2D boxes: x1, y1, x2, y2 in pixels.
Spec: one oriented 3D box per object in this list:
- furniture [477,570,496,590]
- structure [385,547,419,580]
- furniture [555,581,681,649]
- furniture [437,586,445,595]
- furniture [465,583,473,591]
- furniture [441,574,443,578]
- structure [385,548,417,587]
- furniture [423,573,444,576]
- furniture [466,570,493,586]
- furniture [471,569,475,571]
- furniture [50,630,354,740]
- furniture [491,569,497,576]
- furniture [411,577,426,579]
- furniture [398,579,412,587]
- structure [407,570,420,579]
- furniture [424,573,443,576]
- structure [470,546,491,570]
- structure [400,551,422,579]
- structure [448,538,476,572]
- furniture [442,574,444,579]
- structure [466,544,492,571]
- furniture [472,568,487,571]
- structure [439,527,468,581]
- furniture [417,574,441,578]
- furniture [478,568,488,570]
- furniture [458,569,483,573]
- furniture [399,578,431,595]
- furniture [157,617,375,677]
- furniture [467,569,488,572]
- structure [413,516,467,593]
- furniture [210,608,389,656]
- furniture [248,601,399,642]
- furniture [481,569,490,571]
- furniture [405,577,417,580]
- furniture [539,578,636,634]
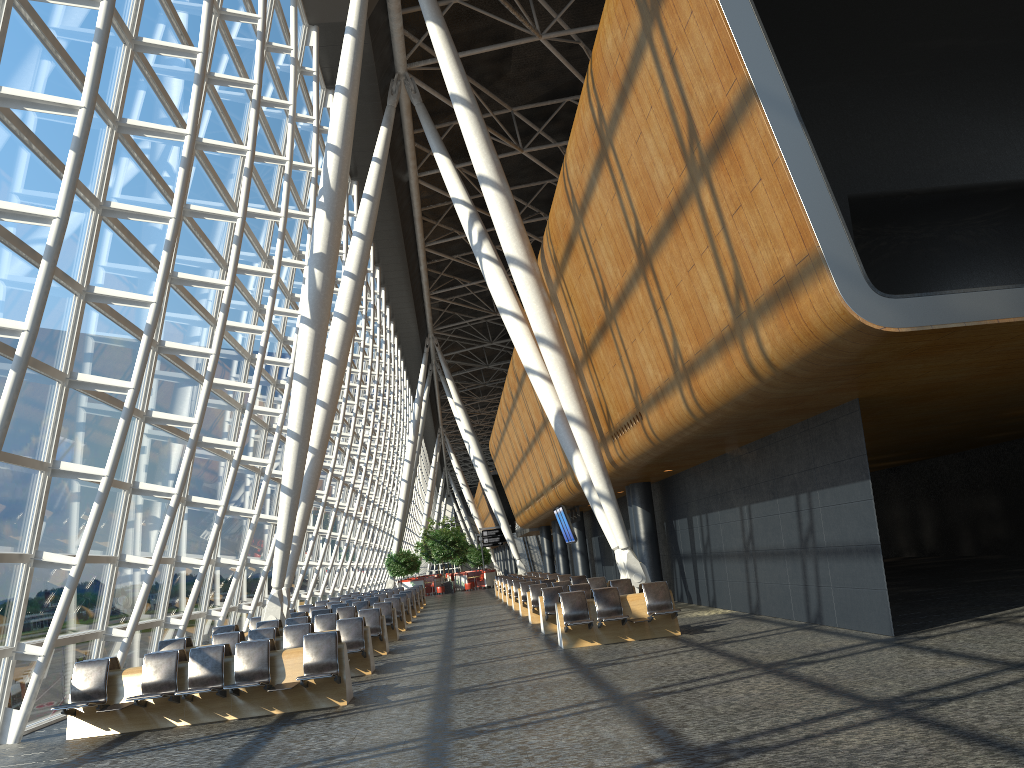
[{"bbox_3d":[-1.422,11.444,51.645,0.890,0.995,2.863,-8,-11,7],"label":"furniture"},{"bbox_3d":[-6.427,11.103,52.011,1.914,2.936,1.891,-2,-8,-30],"label":"structure"},{"bbox_3d":[1.684,3.740,14.354,1.895,0.859,1.684,-6,-10,-4],"label":"furniture"},{"bbox_3d":[-3.971,11.539,49.271,0.448,0.455,0.444,-13,-10,38],"label":"furniture"},{"bbox_3d":[-2.438,11.473,49.815,0.443,0.455,0.448,-8,-8,8],"label":"furniture"},{"bbox_3d":[-8.332,19.070,85.604,3.248,0.859,1.684,-6,-10,-4],"label":"furniture"},{"bbox_3d":[-6.146,10.592,49.125,1.801,2.749,1.733,-13,-9,43],"label":"structure"},{"bbox_3d":[-9.079,21.528,97.524,3.248,0.859,1.684,-6,-10,-4],"label":"furniture"},{"bbox_3d":[-2.113,12.092,54.501,0.887,0.996,2.870,-1,-12,-36],"label":"furniture"},{"bbox_3d":[-3.753,21.642,101.140,1.895,0.859,1.684,-6,-10,-4],"label":"furniture"},{"bbox_3d":[-3.642,3.626,10.738,3.248,0.859,1.684,-6,-10,-4],"label":"furniture"},{"bbox_3d":[-2.260,16.724,77.300,1.895,0.859,1.684,-6,-10,-4],"label":"furniture"},{"bbox_3d":[-6.100,13.262,58.099,0.887,0.996,2.870,-1,-12,-36],"label":"furniture"},{"bbox_3d":[-6.324,12.374,53.510,0.890,0.995,2.863,-8,-11,7],"label":"furniture"},{"bbox_3d":[-7.027,12.742,59.500,1.826,2.782,1.757,-13,-9,43],"label":"structure"},{"bbox_3d":[-8.892,20.914,94.544,3.248,0.859,1.684,-6,-10,-4],"label":"furniture"},{"bbox_3d":[-2.550,14.433,71.015,1.958,2.963,1.884,-13,-10,43],"label":"structure"},{"bbox_3d":[-6.592,12.020,56.224,1.854,2.820,1.783,-13,-9,43],"label":"structure"},{"bbox_3d":[-3.644,12.938,64.102,2.284,3.438,2.241,-8,-7,8],"label":"structure"},{"bbox_3d":[-8.705,20.299,91.564,3.248,0.859,1.684,-6,-10,-4],"label":"furniture"},{"bbox_3d":[-2.211,12.439,60.646,1.801,2.749,1.733,-13,-9,43],"label":"structure"},{"bbox_3d":[-3.380,20.413,95.180,1.895,0.859,1.684,-6,-10,-4],"label":"furniture"},{"bbox_3d":[-4.903,13.435,68.572,3.107,4.483,5.792,-9,-9,18],"label":"structure"},{"bbox_3d":[-6.432,15.607,69.685,0.898,0.996,2.835,-13,-12,37],"label":"furniture"},{"bbox_3d":[-3.193,19.798,92.200,1.895,0.859,1.684,-6,-10,-4],"label":"furniture"},{"bbox_3d":[-3.142,14.420,65.604,0.898,0.996,2.835,-13,-12,37],"label":"furniture"},{"bbox_3d":[-5.633,11.726,50.653,0.887,0.996,2.870,-1,-12,-36],"label":"furniture"},{"bbox_3d":[-3.829,4.241,13.718,3.248,0.859,1.684,-6,-10,-4],"label":"furniture"},{"bbox_3d":[-2.579,13.628,61.947,0.887,0.996,2.870,-1,-12,-36],"label":"furniture"},{"bbox_3d":[-4.340,10.207,52.686,3.086,4.483,5.891,-5,-9,-12],"label":"structure"},{"bbox_3d":[-4.015,4.856,16.698,3.248,0.859,1.684,-6,-10,-4],"label":"furniture"},{"bbox_3d":[-4.202,5.470,19.678,3.248,0.859,1.684,-6,-10,-4],"label":"furniture"},{"bbox_3d":[-1.889,12.980,59.090,0.890,0.995,2.863,-8,-11,7],"label":"furniture"},{"bbox_3d":[-6.791,13.910,60.955,0.890,0.995,2.863,-8,-11,7],"label":"furniture"},{"bbox_3d":[1.497,4.355,17.334,1.895,0.859,1.684,-6,-10,-4],"label":"furniture"}]
